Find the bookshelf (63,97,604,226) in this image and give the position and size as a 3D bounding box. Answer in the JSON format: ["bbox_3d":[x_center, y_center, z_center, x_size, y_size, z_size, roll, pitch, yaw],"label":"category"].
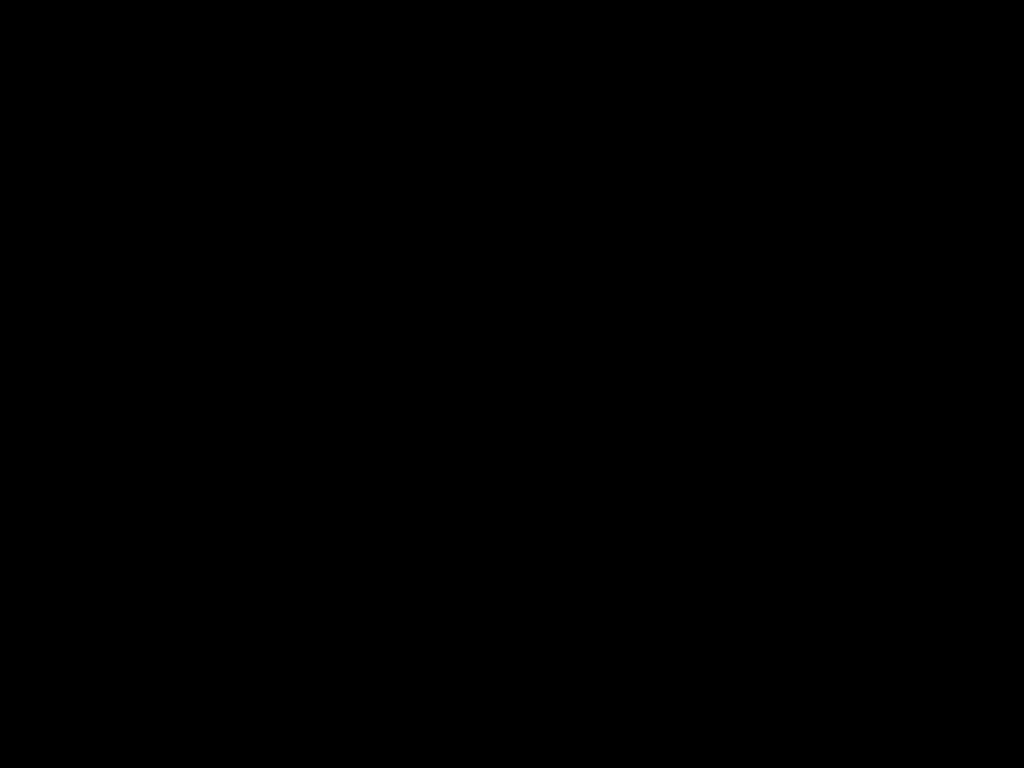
[{"bbox_3d":[-0.501,-0.724,2.819,1.495,0.303,0.643,-3,17,-3],"label":"bookshelf"}]

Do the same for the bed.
[{"bbox_3d":[-0.386,-0.516,0.976,2.087,0.994,3.009,-3,17,-3],"label":"bed"}]

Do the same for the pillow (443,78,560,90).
[{"bbox_3d":[-0.175,-0.919,2.521,0.498,0.241,0.470,-15,22,-36],"label":"pillow"}]
